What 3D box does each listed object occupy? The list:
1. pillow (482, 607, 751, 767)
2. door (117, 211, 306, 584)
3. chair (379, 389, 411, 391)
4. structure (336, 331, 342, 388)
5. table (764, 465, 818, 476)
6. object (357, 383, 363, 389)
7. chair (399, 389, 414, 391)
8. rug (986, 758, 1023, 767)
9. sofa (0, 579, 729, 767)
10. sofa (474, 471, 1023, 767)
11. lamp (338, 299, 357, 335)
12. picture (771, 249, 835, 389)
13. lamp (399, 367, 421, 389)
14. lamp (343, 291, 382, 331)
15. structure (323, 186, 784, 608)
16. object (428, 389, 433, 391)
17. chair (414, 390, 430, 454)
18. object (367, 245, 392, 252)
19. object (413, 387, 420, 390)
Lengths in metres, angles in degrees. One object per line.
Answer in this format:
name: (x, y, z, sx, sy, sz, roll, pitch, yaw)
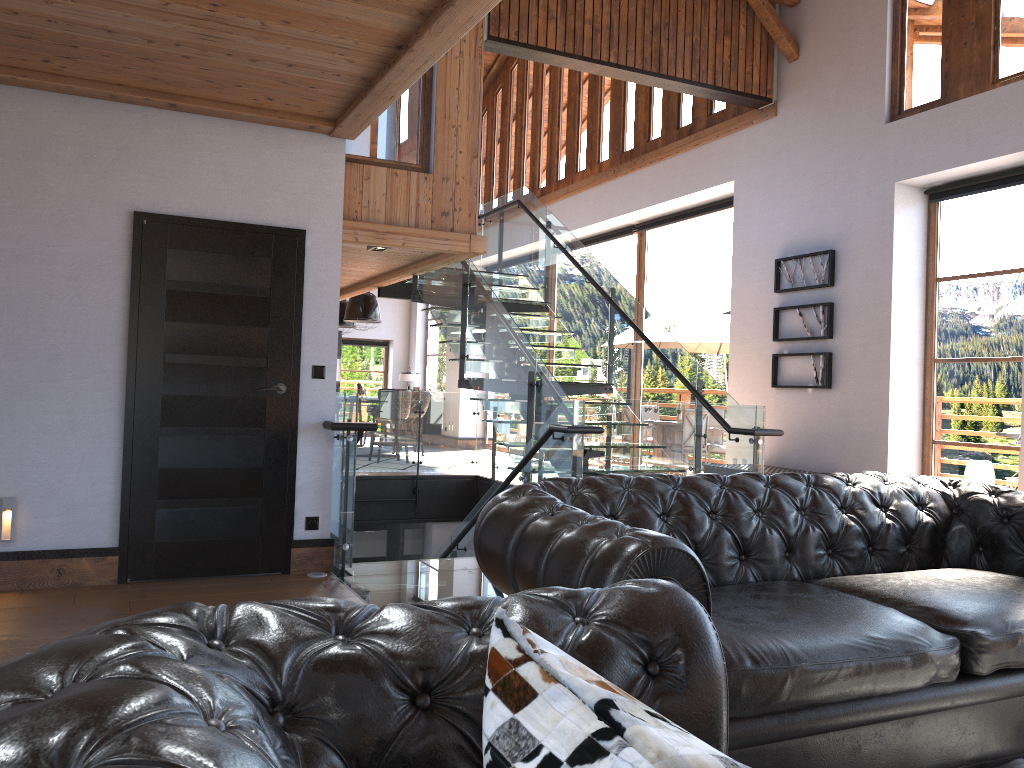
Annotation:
pillow: (0.144, 0.411, 0.588, 0.285, 0.469, 0.524, 2, -1, -22)
door: (-1.707, 0.087, 5.100, 0.950, 2.056, 0.142, 3, -1, -26)
chair: (-1.761, 0.621, 12.985, 0.509, 1.092, 0.563, 3, -1, -26)
structure: (-4.399, -0.341, 18.780, 1.457, 1.650, 0.429, 2, -1, -25)
table: (2.476, 1.053, 8.484, 0.690, 0.470, 1.243, 2, -1, -25)
object: (-2.516, 0.107, 14.870, 0.115, 0.253, 0.223, 1, -1, 28)
chair: (-1.913, 0.633, 15.238, 0.575, 1.092, 0.498, 3, -1, -41)
rug: (2.838, 1.232, 3.455, 3.842, 0.053, 2.409, 2, 0, -25)
sofa: (0.259, 0.725, 0.425, 1.251, 0.838, 2.541, 2, -1, -25)
sofa: (1.128, 0.777, 3.187, 2.590, 0.838, 1.228, 2, -1, -26)
lamp: (-3.006, -3.226, 15.861, 0.617, 4.686, 0.626, 2, -1, 20)
picture: (2.848, -0.615, 8.699, 0.060, 1.312, 0.767, 3, -1, -25)
lamp: (-2.212, -0.018, 19.115, 0.473, 0.726, 0.467, 2, -1, -16)
lamp: (-2.347, -3.214, 14.428, 0.617, 4.686, 0.626, 2, -1, 20)
structure: (1.286, 0.874, 10.775, 9.295, 6.400, 10.923, 2, -1, -25)
object: (-1.748, 0.224, 18.151, 0.495, 0.262, 0.182, 2, -1, 33)
chair: (-1.632, 0.647, 14.472, 0.572, 1.092, 0.501, 2, -1, -16)
object: (-1.164, -1.211, 7.768, 0.157, 0.068, 0.258, 2, -1, -25)
object: (-2.011, 0.204, 18.635, 0.151, 0.288, 0.495, 3, -1, -25)
